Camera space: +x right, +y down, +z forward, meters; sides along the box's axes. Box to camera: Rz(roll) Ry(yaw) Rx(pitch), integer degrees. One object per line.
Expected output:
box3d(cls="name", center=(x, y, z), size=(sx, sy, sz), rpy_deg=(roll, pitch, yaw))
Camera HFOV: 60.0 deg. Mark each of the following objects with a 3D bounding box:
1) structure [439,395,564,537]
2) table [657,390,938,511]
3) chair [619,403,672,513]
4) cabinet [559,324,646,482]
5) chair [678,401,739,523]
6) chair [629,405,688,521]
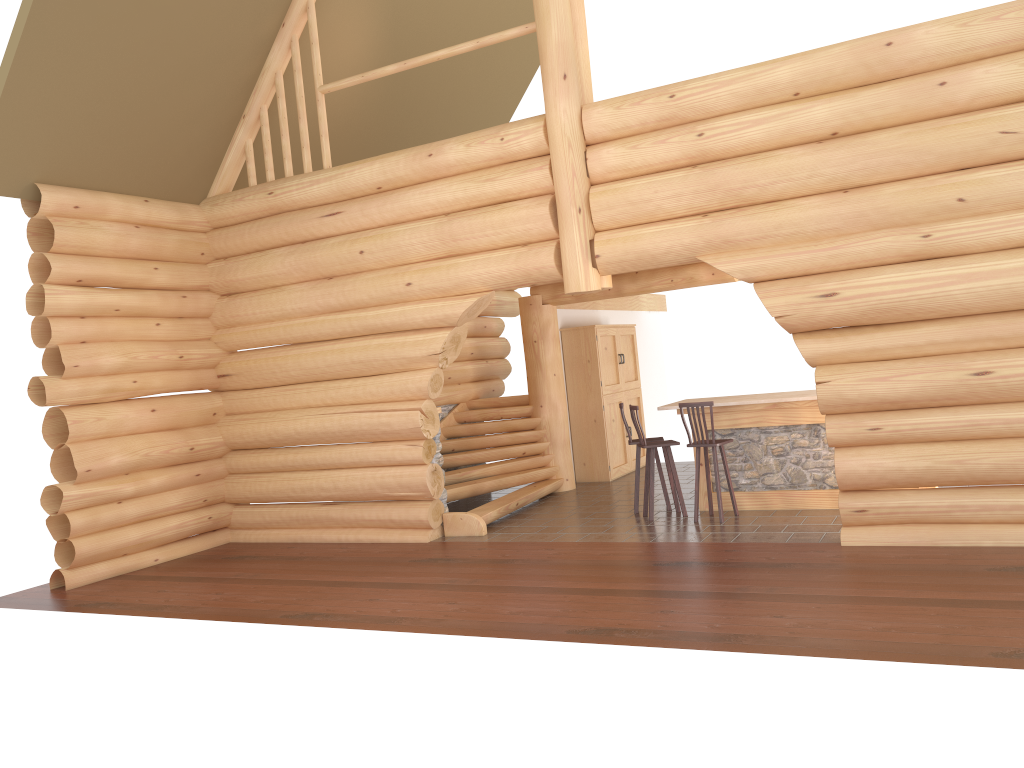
box3d(cls="structure", center=(-0.650, 0.917, 12.208), size=(1.951, 1.643, 3.604), rpy_deg=(-5, 1, 22))
box3d(cls="table", center=(3.456, 0.731, 10.199), size=(3.220, 1.257, 1.196), rpy_deg=(-5, 1, 28))
box3d(cls="chair", center=(1.618, 0.874, 10.778), size=(0.504, 1.319, 0.406), rpy_deg=(-6, 1, 8))
box3d(cls="cabinet", center=(1.563, 0.257, 14.467), size=(0.670, 2.403, 1.847), rpy_deg=(-5, 1, 28))
box3d(cls="chair", center=(2.187, 0.837, 9.798), size=(0.406, 1.319, 0.504), rpy_deg=(-5, 2, 38))
box3d(cls="chair", center=(1.681, 0.879, 10.260), size=(0.504, 1.319, 0.406), rpy_deg=(-6, 1, -4))
